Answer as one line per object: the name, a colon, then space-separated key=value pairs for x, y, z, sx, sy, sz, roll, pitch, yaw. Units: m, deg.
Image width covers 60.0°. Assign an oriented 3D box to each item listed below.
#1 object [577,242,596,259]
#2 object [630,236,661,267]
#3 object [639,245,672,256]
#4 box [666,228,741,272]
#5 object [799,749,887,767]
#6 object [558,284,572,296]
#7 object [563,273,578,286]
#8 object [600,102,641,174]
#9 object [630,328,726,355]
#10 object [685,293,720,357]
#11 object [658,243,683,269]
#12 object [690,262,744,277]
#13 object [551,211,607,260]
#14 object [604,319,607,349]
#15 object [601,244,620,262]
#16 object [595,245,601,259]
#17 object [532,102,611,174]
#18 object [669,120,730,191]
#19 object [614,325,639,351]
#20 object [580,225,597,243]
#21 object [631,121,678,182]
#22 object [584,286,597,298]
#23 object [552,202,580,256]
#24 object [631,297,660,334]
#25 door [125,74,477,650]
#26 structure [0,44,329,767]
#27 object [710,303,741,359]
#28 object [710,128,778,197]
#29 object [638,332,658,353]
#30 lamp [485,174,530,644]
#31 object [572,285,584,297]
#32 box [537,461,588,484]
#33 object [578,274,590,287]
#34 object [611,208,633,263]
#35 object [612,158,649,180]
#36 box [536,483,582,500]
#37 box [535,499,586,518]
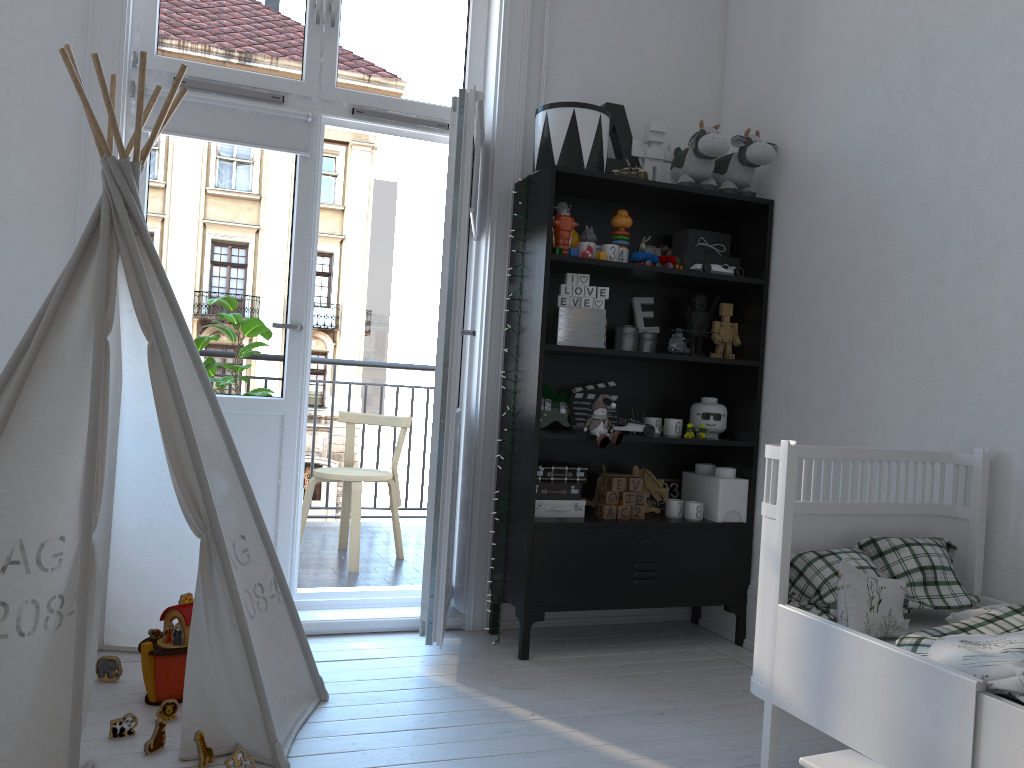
object: x=0.263 y=-0.466 z=3.146 sx=0.067 sy=0.067 sz=0.067 roll=3 pitch=0 yaw=-20
object: x=0.494 y=-0.480 z=3.260 sx=0.121 sy=0.126 sz=0.087 roll=3 pitch=0 yaw=-44
object: x=0.663 y=-0.475 z=3.538 sx=0.347 sy=0.131 sz=0.037 roll=4 pitch=0 yaw=-21
box: x=0.752 y=-0.496 z=3.458 sx=0.251 sy=0.189 sz=0.179 roll=3 pitch=0 yaw=-21
object: x=0.627 y=0.843 z=1.560 sx=0.288 sy=0.245 sz=0.332 roll=3 pitch=0 yaw=-26
object: x=0.186 y=-0.328 z=3.115 sx=0.040 sy=0.040 sz=0.040 roll=3 pitch=0 yaw=-11
object: x=0.206 y=-0.367 z=3.116 sx=0.040 sy=0.040 sz=0.040 roll=3 pitch=0 yaw=-16
object: x=0.375 y=-0.896 z=3.401 sx=0.343 sy=0.344 sz=0.057 roll=3 pitch=0 yaw=-21
object: x=0.621 y=-0.156 z=3.349 sx=0.368 sy=0.106 sz=0.349 roll=4 pitch=0 yaw=-19
object: x=0.733 y=-0.226 z=3.445 sx=0.117 sy=0.259 sz=0.081 roll=3 pitch=0 yaw=-21
object: x=0.581 y=-0.474 z=3.339 sx=0.122 sy=0.112 sz=0.087 roll=4 pitch=0 yaw=40
object: x=0.763 y=-0.425 z=3.315 sx=0.230 sy=0.048 sz=0.098 roll=4 pitch=0 yaw=-31
object: x=0.191 y=-0.534 z=3.193 sx=0.197 sy=0.197 sz=0.318 roll=3 pitch=0 yaw=-25
object: x=0.326 y=-0.189 z=3.396 sx=0.070 sy=0.134 sz=0.028 roll=3 pitch=0 yaw=-21
object: x=0.349 y=-0.460 z=3.164 sx=0.067 sy=0.067 sz=0.067 roll=3 pitch=0 yaw=-20
object: x=0.297 y=-0.463 z=3.206 sx=0.067 sy=0.067 sz=0.067 roll=4 pitch=0 yaw=43
object: x=0.221 y=-0.864 z=3.263 sx=0.272 sy=0.259 sz=0.395 roll=4 pitch=0 yaw=7
object: x=0.683 y=-0.828 z=3.312 sx=0.154 sy=0.253 sz=0.370 roll=3 pitch=0 yaw=-13
object: x=0.439 y=-0.170 z=3.403 sx=0.095 sy=0.110 sz=0.095 roll=3 pitch=0 yaw=-16
object: x=0.283 y=-0.510 z=3.310 sx=0.063 sy=0.160 sz=0.063 roll=3 pitch=0 yaw=-42
object: x=0.546 y=-0.859 z=3.435 sx=0.190 sy=0.290 sz=0.065 roll=3 pitch=0 yaw=-16
object: x=0.277 y=-0.322 z=3.124 sx=0.040 sy=0.040 sz=0.040 roll=4 pitch=0 yaw=9
object: x=0.185 y=-0.539 z=3.115 sx=0.105 sy=0.203 sz=0.072 roll=3 pitch=0 yaw=-13
object: x=0.523 y=-0.268 z=3.479 sx=0.107 sy=0.151 sz=0.055 roll=3 pitch=0 yaw=-21
door: x=-0.679 y=-0.089 z=2.988 sx=1.264 sy=1.838 sz=0.636 roll=3 pitch=0 yaw=-19
structure: x=-1.037 y=-0.002 z=2.284 sx=1.143 sy=1.749 sz=1.143 roll=4 pitch=0 yaw=45
object: x=0.825 y=-0.201 z=3.414 sx=0.114 sy=0.221 sz=0.052 roll=3 pitch=0 yaw=-22
object: x=0.823 y=-0.819 z=3.370 sx=0.211 sy=0.253 sz=0.386 roll=3 pitch=0 yaw=-37
object: x=0.560 y=-0.154 z=3.361 sx=0.078 sy=0.091 sz=0.246 roll=3 pitch=0 yaw=-26
lamp: x=0.399 y=0.113 z=3.359 sx=0.985 sy=1.684 sz=0.095 roll=3 pitch=0 yaw=-24
object: x=0.232 y=-0.325 z=3.120 sx=0.040 sy=0.040 sz=0.040 roll=3 pitch=0 yaw=-1
box: x=0.141 y=0.319 z=3.220 sx=0.216 sy=0.062 sz=0.179 roll=4 pitch=0 yaw=-21
object: x=0.248 y=-0.365 z=3.121 sx=0.040 sy=0.040 sz=0.040 roll=3 pitch=0 yaw=-11
object: x=0.395 y=-0.530 z=3.221 sx=0.077 sy=0.213 sz=0.077 roll=4 pitch=0 yaw=12
object: x=0.435 y=-0.771 z=3.232 sx=0.121 sy=0.100 sz=0.338 roll=4 pitch=0 yaw=14
box: x=0.120 y=0.379 z=3.212 sx=0.216 sy=0.062 sz=0.179 roll=4 pitch=0 yaw=-21
box: x=0.134 y=0.441 z=3.219 sx=0.216 sy=0.062 sz=0.179 roll=4 pitch=0 yaw=-21
